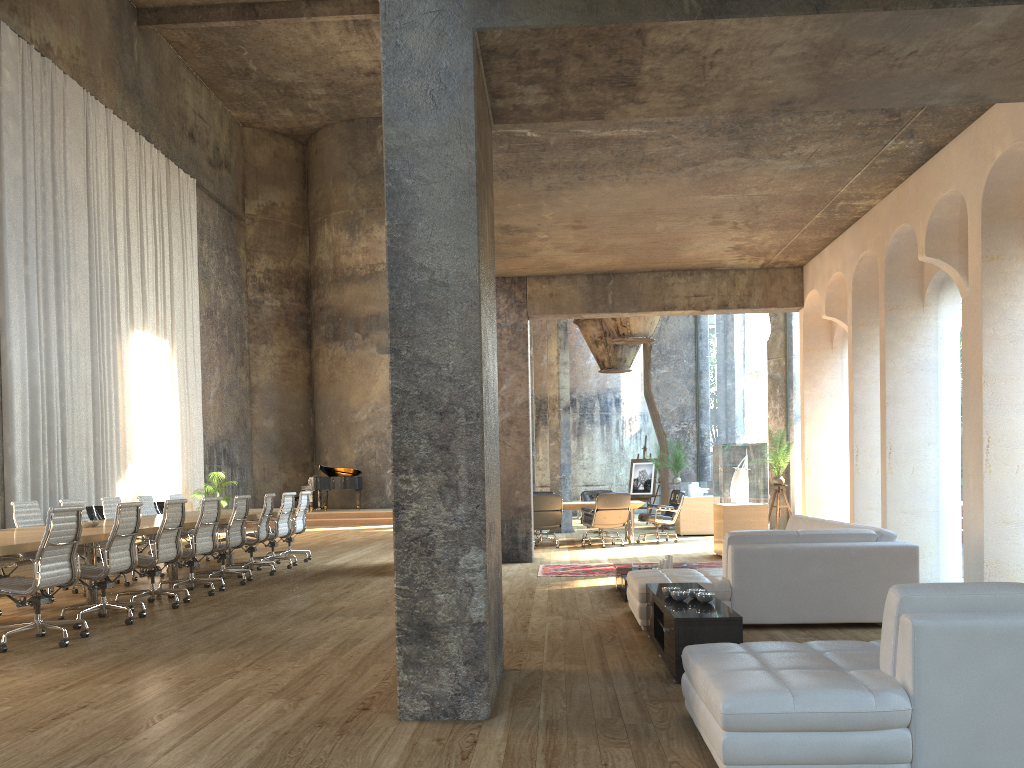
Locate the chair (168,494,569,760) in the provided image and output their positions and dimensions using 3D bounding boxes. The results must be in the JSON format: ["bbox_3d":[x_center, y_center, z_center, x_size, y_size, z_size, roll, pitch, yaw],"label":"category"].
[{"bbox_3d":[-1.806,2.042,12.677,12.951,1.031,31.595,-2,-6,3],"label":"chair"}]

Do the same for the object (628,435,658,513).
[{"bbox_3d":[3.182,2.300,21.208,0.702,2.148,0.682,-1,1,32],"label":"object"}]

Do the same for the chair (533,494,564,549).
[{"bbox_3d":[0.475,2.227,14.329,0.729,0.893,0.823,-1,-2,-3],"label":"chair"}]

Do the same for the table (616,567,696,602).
[{"bbox_3d":[1.450,1.935,8.528,0.790,0.202,1.113,-2,-6,3],"label":"table"}]

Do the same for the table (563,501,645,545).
[{"bbox_3d":[1.015,2.384,15.025,2.410,0.700,1.107,-2,-4,3],"label":"table"}]

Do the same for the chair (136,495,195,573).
[{"bbox_3d":[-4.687,2.020,11.936,0.699,1.026,0.665,-1,-1,6],"label":"chair"}]

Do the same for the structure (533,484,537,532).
[{"bbox_3d":[0.131,2.565,18.013,0.743,1.015,0.736,-1,-1,3],"label":"structure"}]

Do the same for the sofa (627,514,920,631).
[{"bbox_3d":[2.013,1.589,7.856,2.064,0.721,2.937,-2,-6,3],"label":"sofa"}]

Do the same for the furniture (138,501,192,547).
[{"bbox_3d":[-6.824,2.729,17.322,0.708,0.840,1.877,-1,-5,3],"label":"furniture"}]

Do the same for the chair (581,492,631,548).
[{"bbox_3d":[1.486,2.203,14.308,0.729,0.893,0.823,-1,-2,-23],"label":"chair"}]

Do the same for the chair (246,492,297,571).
[{"bbox_3d":[-3.285,1.989,11.935,0.699,1.026,0.665,-1,-1,11],"label":"chair"}]

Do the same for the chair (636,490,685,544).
[{"bbox_3d":[2.500,2.248,14.943,0.820,0.893,0.731,-1,-1,-3],"label":"chair"}]

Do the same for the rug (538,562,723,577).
[{"bbox_3d":[1.554,2.264,10.769,2.462,0.009,1.350,-2,-6,3],"label":"rug"}]

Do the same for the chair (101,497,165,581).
[{"bbox_3d":[-4.732,1.924,11.019,0.699,1.026,0.665,-1,-1,8],"label":"chair"}]

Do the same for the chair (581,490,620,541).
[{"bbox_3d":[1.563,2.355,15.756,0.730,0.893,0.822,-1,-2,4],"label":"chair"}]

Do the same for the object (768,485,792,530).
[{"bbox_3d":[3.740,1.927,12.544,0.657,0.973,0.571,-1,-1,-33],"label":"object"}]

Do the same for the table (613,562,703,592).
[{"bbox_3d":[1.468,1.952,8.896,0.859,0.246,0.371,-2,-4,3],"label":"table"}]

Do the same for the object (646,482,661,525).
[{"bbox_3d":[3.435,2.731,20.058,0.658,0.973,0.571,-1,0,-3],"label":"object"}]

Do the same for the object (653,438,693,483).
[{"bbox_3d":[3.215,1.527,17.604,0.859,0.941,0.688,-1,-1,6],"label":"object"}]

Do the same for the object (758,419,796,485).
[{"bbox_3d":[3.781,0.975,12.519,0.687,0.940,0.861,-1,-2,-6],"label":"object"}]

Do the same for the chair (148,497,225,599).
[{"bbox_3d":[-3.420,1.709,9.268,0.699,1.026,0.665,-1,-1,11],"label":"chair"}]

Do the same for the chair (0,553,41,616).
[{"bbox_3d":[-4.857,1.639,8.309,0.699,1.026,0.666,-1,-1,2],"label":"chair"}]

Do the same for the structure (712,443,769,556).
[{"bbox_3d":[3.136,1.604,12.092,0.594,1.549,0.742,-1,0,3],"label":"structure"}]

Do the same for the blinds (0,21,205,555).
[{"bbox_3d":[-7.934,-1.140,18.015,0.275,8.646,7.839,-1,-2,4],"label":"blinds"}]

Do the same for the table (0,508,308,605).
[{"bbox_3d":[-4.128,1.908,9.769,1.601,0.757,7.737,-1,-6,3],"label":"table"}]

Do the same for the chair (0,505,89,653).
[{"bbox_3d":[-3.557,1.419,6.506,0.699,1.026,0.665,-1,-1,9],"label":"chair"}]

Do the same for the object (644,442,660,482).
[{"bbox_3d":[3.359,1.785,20.059,0.688,0.940,0.859,-2,-2,24],"label":"object"}]

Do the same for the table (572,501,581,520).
[{"bbox_3d":[1.153,3.118,21.248,1.871,0.546,0.943,-2,-4,3],"label":"table"}]

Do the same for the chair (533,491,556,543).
[{"bbox_3d":[0.448,2.386,15.815,0.730,0.893,0.822,-1,-2,10],"label":"chair"}]

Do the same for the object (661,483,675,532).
[{"bbox_3d":[3.387,2.465,17.544,0.571,0.973,0.658,-2,-1,39],"label":"object"}]

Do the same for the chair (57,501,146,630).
[{"bbox_3d":[-3.507,1.518,7.454,0.699,1.026,0.665,-1,-1,6],"label":"chair"}]

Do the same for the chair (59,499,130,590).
[{"bbox_3d":[-4.774,1.829,10.121,0.699,1.026,0.665,-1,-1,11],"label":"chair"}]

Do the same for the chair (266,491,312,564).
[{"bbox_3d":[-3.277,2.081,12.800,0.699,1.026,0.665,-1,-1,8],"label":"chair"}]

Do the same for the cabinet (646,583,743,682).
[{"bbox_3d":[1.106,1.546,5.595,0.396,0.368,1.566,-1,-6,3],"label":"cabinet"}]

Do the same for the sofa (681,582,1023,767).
[{"bbox_3d":[1.802,1.149,3.658,2.067,0.721,1.074,-1,-4,3],"label":"sofa"}]

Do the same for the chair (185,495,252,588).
[{"bbox_3d":[-3.373,1.801,10.148,0.699,1.026,0.665,-1,-1,8],"label":"chair"}]

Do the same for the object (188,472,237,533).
[{"bbox_3d":[-7.009,2.805,20.854,1.091,1.457,1.131,-1,-1,-6],"label":"object"}]

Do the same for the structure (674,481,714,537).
[{"bbox_3d":[3.476,2.334,16.528,0.735,1.015,0.744,-1,-1,3],"label":"structure"}]

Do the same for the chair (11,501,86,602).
[{"bbox_3d":[-4.822,1.737,9.242,0.699,1.026,0.665,-1,-1,8],"label":"chair"}]

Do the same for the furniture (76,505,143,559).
[{"bbox_3d":[-6.944,2.479,14.937,0.708,0.840,1.877,-1,-5,3],"label":"furniture"}]

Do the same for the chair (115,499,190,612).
[{"bbox_3d":[-3.463,1.615,8.370,0.699,1.026,0.665,-1,-1,8],"label":"chair"}]

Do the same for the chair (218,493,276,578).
[{"bbox_3d":[-3.320,1.899,11.079,0.699,1.026,0.666,-1,-1,2],"label":"chair"}]
